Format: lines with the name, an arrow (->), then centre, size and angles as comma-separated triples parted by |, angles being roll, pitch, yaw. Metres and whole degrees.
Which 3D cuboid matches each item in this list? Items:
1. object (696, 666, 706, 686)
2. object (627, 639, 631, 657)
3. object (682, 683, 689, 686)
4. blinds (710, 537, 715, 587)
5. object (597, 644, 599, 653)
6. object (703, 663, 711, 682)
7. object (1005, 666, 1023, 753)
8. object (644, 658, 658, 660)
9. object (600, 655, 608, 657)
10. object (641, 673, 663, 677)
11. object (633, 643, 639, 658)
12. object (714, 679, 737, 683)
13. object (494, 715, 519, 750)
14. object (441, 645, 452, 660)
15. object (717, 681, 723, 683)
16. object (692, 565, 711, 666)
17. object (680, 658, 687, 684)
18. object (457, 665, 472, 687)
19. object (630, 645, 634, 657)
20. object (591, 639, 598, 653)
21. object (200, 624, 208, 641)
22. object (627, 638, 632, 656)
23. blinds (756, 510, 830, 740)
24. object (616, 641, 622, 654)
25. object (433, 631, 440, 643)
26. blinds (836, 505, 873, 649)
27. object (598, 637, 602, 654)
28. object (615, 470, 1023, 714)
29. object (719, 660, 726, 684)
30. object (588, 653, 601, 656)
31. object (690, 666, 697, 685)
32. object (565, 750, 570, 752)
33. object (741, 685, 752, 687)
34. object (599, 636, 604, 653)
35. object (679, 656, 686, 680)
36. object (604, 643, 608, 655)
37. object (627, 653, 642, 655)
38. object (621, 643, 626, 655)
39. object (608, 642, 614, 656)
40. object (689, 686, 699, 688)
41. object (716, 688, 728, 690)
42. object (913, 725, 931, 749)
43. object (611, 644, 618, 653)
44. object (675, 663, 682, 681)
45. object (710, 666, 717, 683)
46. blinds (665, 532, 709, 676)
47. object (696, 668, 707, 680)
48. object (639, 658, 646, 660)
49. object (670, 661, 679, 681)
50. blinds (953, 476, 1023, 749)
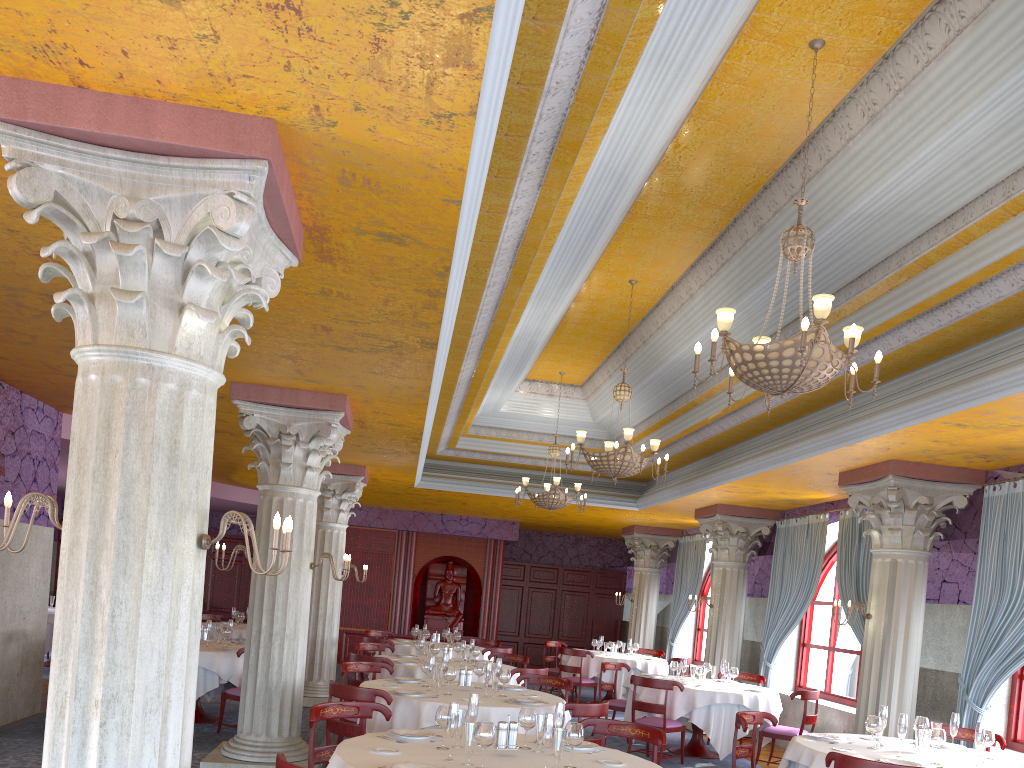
object -> 2.469, 3.824, 11.221 | 0.124, 0.263, 0.121 | 6, -2, -38
object -> 2.186, 4.950, 16.028 | 0.073, 0.334, 0.074 | 5, 1, 29
object -> 2.122, 3.855, 10.991 | 0.314, 0.024, 0.321 | 7, -14, -7
blinds -> 3.755, 4.313, 15.418 | 0.245, 3.504, 1.712 | 5, -2, -8
object -> 1.665, 5.080, 16.547 | 0.086, 0.236, 0.085 | 5, -1, -27
object -> 2.716, 4.033, 11.980 | 0.123, 0.263, 0.122 | 5, -2, -16
object -> 5.535, 2.096, 7.099 | 0.160, 2.516, 3.639 | 5, -9, -6
object -> 2.559, 5.101, 15.883 | 0.314, 0.024, 0.321 | 7, -14, -7
object -> 1.676, 4.964, 15.633 | 0.054, 0.019, 0.264 | -5, -17, 41
object -> 1.973, 4.107, 12.064 | 0.320, 0.024, 0.315 | 15, -17, -36
object -> 2.338, 5.046, 16.218 | 0.122, 0.263, 0.123 | 5, -2, 7
object -> 3.043, 4.239, 12.215 | 0.314, 0.024, 0.321 | 7, -14, -7
object -> -0.028, 2.088, 5.141 | 0.146, 0.210, 0.071 | 7, -1, -27
object -> -0.857, 3.548, 11.354 | 0.146, 0.210, 0.071 | 7, -1, -27
object -> 2.949, 4.194, 12.037 | 0.139, 0.010, 0.030 | -7, -17, 40
object -> 4.277, 4.313, 16.533 | 0.160, 2.516, 3.639 | 5, -9, -6
object -> 2.284, 3.810, 11.375 | 0.074, 0.334, 0.074 | 5, 1, 7
object -> -0.452, 2.836, 8.322 | 0.146, 0.210, 0.071 | 7, -1, -27
object -> 2.253, 5.031, 16.137 | 0.086, 0.236, 0.085 | 5, -1, -27
object -> 1.582, 5.040, 16.465 | 0.122, 0.263, 0.123 | 5, -2, 7
object -> -3.947, 3.163, 10.903 | 0.146, 0.210, 0.071 | 7, -1, -27
object -> 2.275, 5.090, 16.565 | 0.073, 0.334, 0.074 | 5, 1, 29
blinds -> 4.111, 3.687, 12.753 | 0.245, 3.504, 1.714 | 5, -2, -5
object -> 2.084, 5.147, 16.721 | 0.123, 0.263, 0.122 | 5, -2, -16
object -> -1.295, 4.321, 14.642 | 0.146, 0.210, 0.071 | 7, -1, -27
blinds -> 4.376, 3.219, 10.763 | 0.245, 3.504, 1.712 | 5, -2, -8
object -> 1.651, 4.924, 16.116 | 0.073, 0.334, 0.074 | 5, 1, 29
object -> 4.558, 2.742, 9.047 | 2.099, 3.540, 29.834 | 5, -14, -6
object -> 2.908, 3.976, 11.824 | 0.074, 0.334, 0.073 | 5, 1, -16
object -> 1.489, 4.969, 15.732 | 0.314, 0.024, 0.321 | 7, -14, -7
object -> 2.386, 3.851, 11.305 | 0.085, 0.236, 0.086 | 5, -1, 18
object -> 0.327, 2.346, 5.492 | 0.139, 0.010, 0.030 | -7, -17, 40
object -> 3.218, 4.145, 11.741 | 0.159, 0.009, 0.163 | -7, -18, 41
object -> 1.740, 5.065, 16.653 | 0.073, 0.334, 0.074 | 5, 1, 29
object -> 2.373, 3.951, 11.912 | 0.075, 0.334, 0.073 | 5, 1, -38
object -> 1.754, 4.965, 16.046 | 0.086, 0.236, 0.085 | 5, -1, -27
object -> 2.410, 5.353, 16.956 | 0.314, 0.024, 0.321 | 7, -14, -7
object -> 2.164, 5.147, 16.638 | 0.085, 0.236, 0.086 | 5, -1, 18
object -> 1.836, 4.938, 15.962 | 0.124, 0.263, 0.121 | 6, -2, -38
object -> 2.308, 3.850, 10.892 | 0.054, 0.019, 0.264 | -5, -17, 41
object -> 2.677, 3.903, 10.953 | 0.158, 0.009, 0.163 | -4, -16, 32
object -> 3.249, 2.781, 6.772 | 0.146, 0.210, 0.071 | 7, -1, -27
object -> 1.962, 5.050, 16.427 | 0.146, 0.210, 0.071 | 7, -1, -27
object -> 2.297, 3.966, 11.806 | 0.086, 0.236, 0.086 | 5, -1, -5
object -> 2.796, 4.033, 11.897 | 0.085, 0.236, 0.086 | 5, -1, 18
blinds -> 3.490, 4.781, 17.409 | 0.245, 3.504, 1.714 | 5, -2, -5
object -> 2.594, 3.936, 11.686 | 0.146, 0.210, 0.071 | 7, -1, -27
object -> 2.430, 5.063, 15.751 | 0.232, 0.013, 0.028 | -6, -15, 37
object -> 2.214, 3.926, 11.724 | 0.122, 0.263, 0.123 | 5, -2, 7
blinds -> 4.746, 2.568, 7.990 | 0.245, 3.504, 1.714 | 5, -2, -5
